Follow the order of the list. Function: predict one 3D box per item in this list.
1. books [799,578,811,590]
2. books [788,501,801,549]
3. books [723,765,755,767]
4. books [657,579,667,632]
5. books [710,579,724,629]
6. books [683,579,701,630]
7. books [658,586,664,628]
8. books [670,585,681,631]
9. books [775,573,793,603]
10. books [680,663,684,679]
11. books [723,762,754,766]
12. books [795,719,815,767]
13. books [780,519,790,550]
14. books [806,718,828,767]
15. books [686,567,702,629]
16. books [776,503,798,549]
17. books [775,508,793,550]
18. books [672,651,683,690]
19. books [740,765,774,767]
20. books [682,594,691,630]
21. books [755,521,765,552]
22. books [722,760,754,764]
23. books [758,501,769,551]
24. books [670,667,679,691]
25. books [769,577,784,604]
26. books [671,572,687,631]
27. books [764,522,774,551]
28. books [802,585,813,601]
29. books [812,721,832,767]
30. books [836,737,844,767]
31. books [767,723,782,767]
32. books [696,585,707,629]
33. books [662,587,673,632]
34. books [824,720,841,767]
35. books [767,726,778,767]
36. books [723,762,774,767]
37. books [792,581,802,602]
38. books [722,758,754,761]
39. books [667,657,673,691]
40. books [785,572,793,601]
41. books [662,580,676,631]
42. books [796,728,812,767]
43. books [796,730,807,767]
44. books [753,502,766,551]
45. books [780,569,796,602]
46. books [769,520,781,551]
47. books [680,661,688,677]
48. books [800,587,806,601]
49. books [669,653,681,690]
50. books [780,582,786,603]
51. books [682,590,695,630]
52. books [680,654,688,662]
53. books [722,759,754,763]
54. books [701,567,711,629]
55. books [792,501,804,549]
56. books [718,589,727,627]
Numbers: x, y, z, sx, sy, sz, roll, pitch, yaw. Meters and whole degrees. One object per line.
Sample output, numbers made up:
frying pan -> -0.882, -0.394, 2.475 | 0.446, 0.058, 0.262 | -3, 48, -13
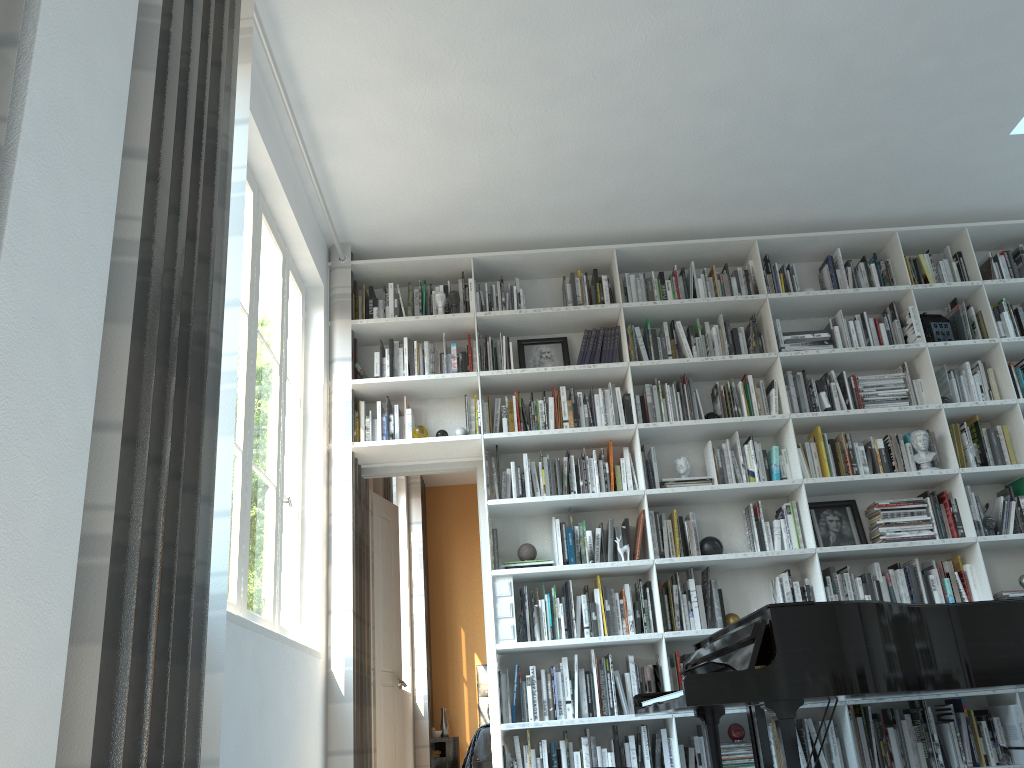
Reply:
books -> 1.569, 1.160, 4.698 | 0.019, 0.241, 0.108 | -4, -21, -1
books -> 1.509, 0.791, 4.797 | 0.011, 0.278, 0.188 | -4, -21, -1
books -> 1.131, 1.891, 4.390 | 0.254, 0.007, 0.161 | -4, -22, 0
books -> 0.781, 1.180, 4.660 | 0.013, 0.282, 0.147 | -4, -21, -1
books -> 1.062, 1.170, 4.655 | 0.027, 0.260, 0.164 | -4, -21, -1
books -> 0.944, 1.174, 4.654 | 0.027, 0.268, 0.186 | -4, -21, -1
books -> 0.768, 1.188, 4.667 | 0.013, 0.274, 0.147 | -4, -21, -1
books -> 0.851, 1.191, 4.652 | 0.042, 0.247, 0.163 | -4, -21, -1
books -> 1.438, 1.143, 4.668 | 0.027, 0.268, 0.159 | -4, -21, -1
books -> 0.864, 1.547, 4.517 | 0.010, 0.227, 0.169 | -4, -21, -1
books -> 1.130, 1.878, 4.395 | 0.254, 0.007, 0.161 | -4, -22, 0
books -> 1.453, 1.808, 4.398 | 0.012, 0.273, 0.181 | -4, -21, -1
books -> 1.455, 0.842, 4.792 | 0.024, 0.187, 0.173 | -4, -22, -1
books -> 1.496, 1.810, 4.411 | 0.073, 0.274, 0.182 | -4, -21, -1
books -> 0.962, 1.150, 4.691 | 0.013, 0.337, 0.138 | -4, -21, -1
books -> 1.490, 0.800, 4.804 | 0.027, 0.268, 0.179 | -4, -21, -1
books -> 1.471, 0.810, 4.793 | 0.012, 0.243, 0.171 | -4, -21, -1
books -> 0.851, 1.523, 4.534 | 0.013, 0.286, 0.161 | -4, -21, -1
books -> 1.131, 1.895, 4.381 | 0.285, 0.007, 0.160 | -2, -22, -5
books -> 0.900, 1.213, 4.647 | 0.024, 0.195, 0.157 | -4, -22, -1
books -> 1.321, 0.850, 4.785 | 0.025, 0.185, 0.154 | -4, -22, -1
books -> 1.129, 1.872, 4.398 | 0.285, 0.007, 0.160 | -4, -22, 0
books -> 1.347, 0.799, 4.814 | 0.012, 0.297, 0.166 | -4, -21, -1
books -> 0.824, 1.559, 4.519 | 0.026, 0.212, 0.140 | -4, -21, -1
books -> 1.404, 1.156, 4.674 | 0.012, 0.253, 0.161 | -4, -21, -1
books -> 0.877, 1.159, 4.663 | 0.014, 0.312, 0.167 | -4, -21, -1
books -> 1.372, 0.853, 4.799 | 0.030, 0.182, 0.155 | -4, -22, -1
books -> 1.549, 1.171, 4.666 | 0.024, 0.200, 0.159 | -4, -21, -1
books -> 1.546, 1.819, 4.422 | 0.025, 0.258, 0.133 | -4, -21, -1
books -> 1.597, 1.847, 4.395 | 0.024, 0.179, 0.172 | -4, -22, -1
books -> 1.303, 1.830, 4.414 | 0.031, 0.264, 0.145 | -4, -21, -1
books -> 0.986, 1.191, 4.666 | 0.029, 0.240, 0.136 | -4, -21, -1
books -> 0.804, 1.198, 4.649 | 0.030, 0.238, 0.157 | -4, -21, -1
books -> 1.570, 1.806, 4.394 | 0.024, 0.259, 0.190 | -4, -21, -1
books -> 1.282, 1.831, 4.397 | 0.012, 0.253, 0.161 | -4, -21, -1
books -> 1.130, 1.881, 4.384 | 0.285, 0.007, 0.160 | -2, -22, -6
books -> 1.491, 1.163, 4.662 | 0.029, 0.220, 0.153 | -4, -21, -1
books -> 1.126, 1.861, 4.404 | 0.254, 0.005, 0.161 | -4, -22, -1
books -> 0.798, 1.539, 4.533 | 0.023, 0.265, 0.135 | -4, -21, -1
books -> 1.456, 1.143, 4.683 | 0.010, 0.276, 0.156 | -4, -21, -1
books -> 0.824, 1.178, 4.648 | 0.012, 0.271, 0.182 | -4, -21, -1
books -> 1.443, 1.832, 4.397 | 0.011, 0.231, 0.175 | -4, -21, -1
books -> 1.406, 1.825, 4.402 | 0.062, 0.252, 0.178 | -4, -21, -1
books -> 1.336, 0.804, 4.815 | 0.011, 0.290, 0.156 | -4, -21, -1
books -> 1.467, 1.135, 4.682 | 0.014, 0.289, 0.132 | -4, -21, -1
books -> 1.415, 0.842, 4.787 | 0.057, 0.188, 0.156 | -4, -22, -1
books -> 0.880, 1.538, 4.509 | 0.023, 0.236, 0.173 | -4, -21, -1
books -> 1.522, 1.180, 4.677 | 0.031, 0.194, 0.142 | -4, -21, -1
books -> 0.839, 1.526, 4.530 | 0.010, 0.281, 0.149 | -4, -21, -1
books -> 1.418, 1.172, 4.677 | 0.015, 0.224, 0.148 | -4, -21, -1
books -> 0.922, 1.201, 4.647 | 0.021, 0.214, 0.172 | -4, -22, -1
books -> 0.904, 1.530, 4.540 | 0.026, 0.272, 0.147 | -4, -21, -1
books -> 1.129, 1.867, 4.403 | 0.285, 0.007, 0.160 | -4, -22, -1
books -> 1.021, 1.142, 4.668 | 0.050, 0.326, 0.167 | -4, -21, -1
books -> 1.525, 0.790, 4.801 | 0.021, 0.280, 0.162 | -4, -21, -1
books -> 1.089, 1.196, 4.660 | 0.023, 0.211, 0.160 | -4, -21, -1
